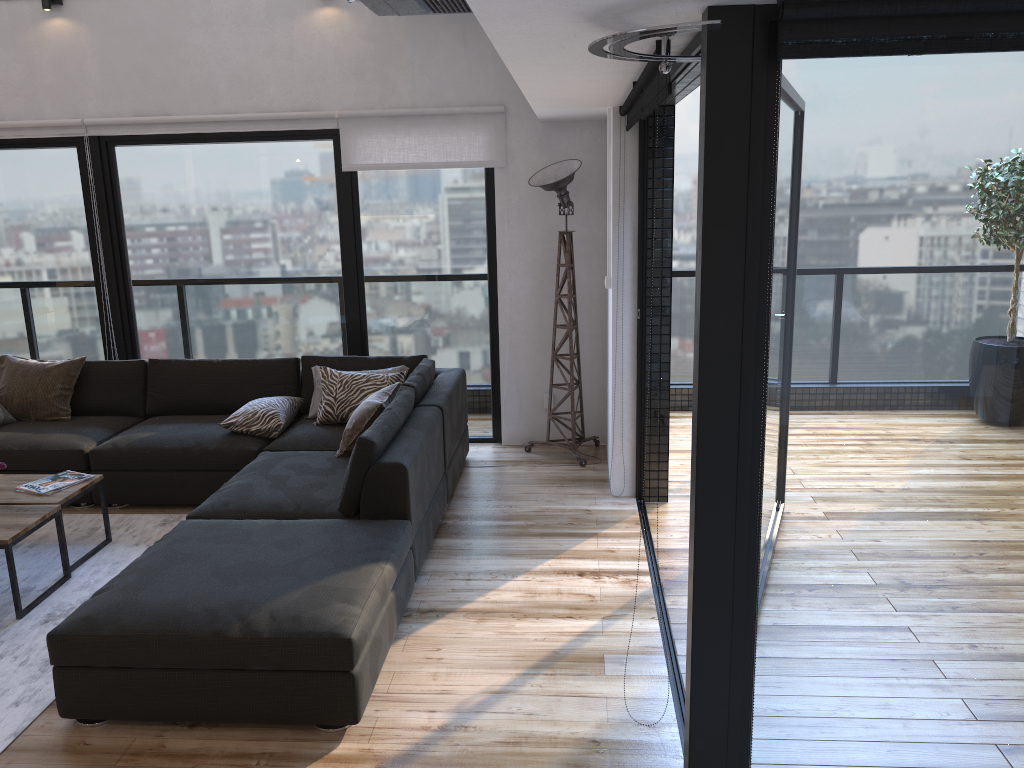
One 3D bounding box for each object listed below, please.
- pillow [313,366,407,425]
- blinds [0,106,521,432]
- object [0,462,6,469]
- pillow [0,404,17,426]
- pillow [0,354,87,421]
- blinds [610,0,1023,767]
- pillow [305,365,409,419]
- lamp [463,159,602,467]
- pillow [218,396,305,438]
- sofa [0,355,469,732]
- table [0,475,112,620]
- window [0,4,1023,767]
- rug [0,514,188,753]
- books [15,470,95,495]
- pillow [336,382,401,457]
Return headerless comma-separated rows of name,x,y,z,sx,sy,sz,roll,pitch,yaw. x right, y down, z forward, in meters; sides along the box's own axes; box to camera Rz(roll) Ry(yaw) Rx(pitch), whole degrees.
pillow,-0.865,0.067,5.071,0.532,0.315,0.249,0,13,8
blinds,-2.640,-0.665,5.787,5.369,2.051,0.095,0,14,4
object,-2.335,0.417,3.714,0.342,0.344,0.373,0,13,6
pillow,-3.093,0.164,5.106,0.212,0.266,0.497,0,13,5
pillow,-2.920,0.024,5.406,0.609,0.383,0.264,0,13,5
blinds,1.154,0.051,2.684,1.825,2.059,3.854,-13,17,-40
pillow,-0.917,0.055,5.232,0.611,0.295,0.234,0,13,5
lamp,-0.127,-0.389,5.293,1.468,1.834,0.423,-4,14,-10
pillow,-1.428,0.181,5.114,0.356,0.178,0.529,-1,13,2
sofa,-1.891,0.456,4.282,3.044,0.703,2.988,0,13,4
table,-2.347,0.759,3.776,0.697,0.351,1.294,0,13,5
window,-3.012,-1.717,3.859,13.397,5.587,5.644,0,13,4
rug,-2.339,0.938,3.781,1.637,0.003,2.106,0,13,4
books,-2.167,0.469,4.213,0.228,0.013,0.294,5,14,25
pillow,-0.746,0.184,4.673,0.273,0.310,0.545,-1,13,4
